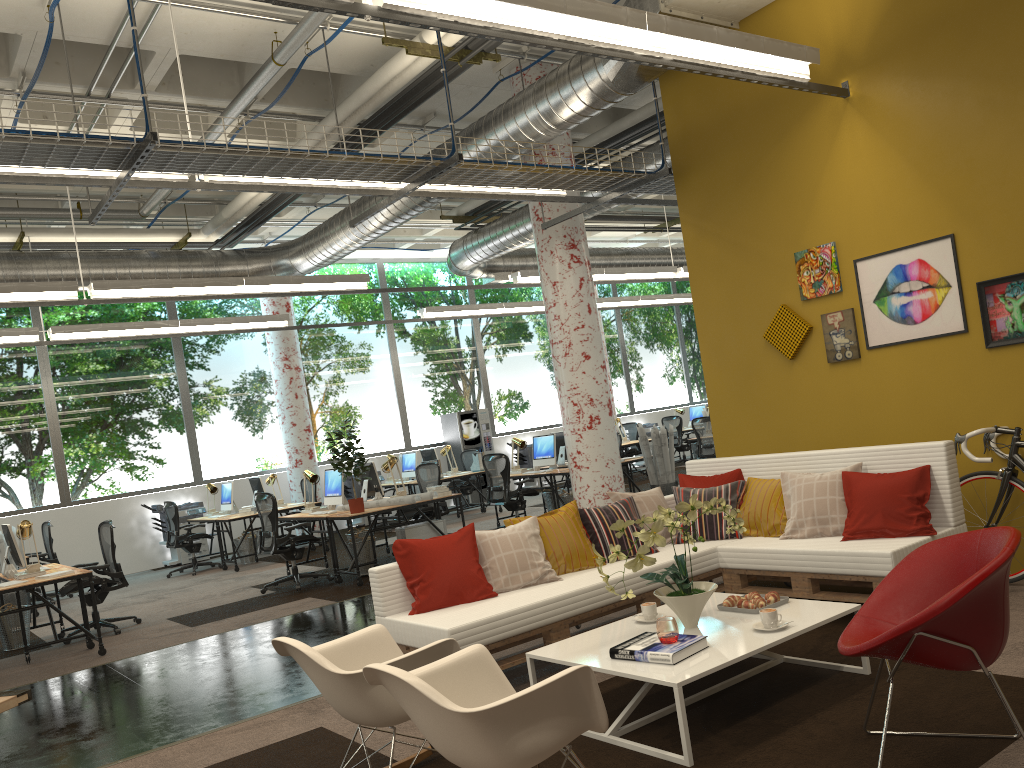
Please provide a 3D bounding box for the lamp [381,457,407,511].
[{"bbox_3d":[-1.338,1.143,10.175,0.208,0.611,0.529,-9,-1,-17],"label":"lamp"}]

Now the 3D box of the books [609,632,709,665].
[{"bbox_3d":[0.642,1.155,3.876,0.278,0.048,0.335,-6,-4,-45],"label":"books"}]

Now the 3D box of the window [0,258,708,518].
[{"bbox_3d":[-3.087,-0.458,16.506,26.104,3.764,0.050,-7,-1,-36],"label":"window"}]

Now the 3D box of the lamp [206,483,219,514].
[{"bbox_3d":[-4.584,1.819,13.590,0.218,0.611,0.529,-9,-1,-17],"label":"lamp"}]

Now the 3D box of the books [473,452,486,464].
[{"bbox_3d":[-0.534,1.295,14.766,0.068,0.310,0.234,-9,0,-36],"label":"books"}]

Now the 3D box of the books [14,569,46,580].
[{"bbox_3d":[-4.330,1.706,7.951,0.225,0.038,0.310,-7,-3,-36],"label":"books"}]

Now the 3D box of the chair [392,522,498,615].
[{"bbox_3d":[-0.400,1.073,5.122,0.533,0.444,0.302,-8,-1,-20],"label":"chair"}]

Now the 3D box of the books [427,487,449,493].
[{"bbox_3d":[-0.825,1.180,9.863,0.192,0.044,0.258,-8,-3,-19],"label":"books"}]

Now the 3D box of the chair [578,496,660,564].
[{"bbox_3d":[0.664,0.977,5.812,0.522,0.408,0.342,-8,-1,-20],"label":"chair"}]

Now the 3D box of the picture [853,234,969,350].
[{"bbox_3d":[2.638,-0.596,5.897,0.018,0.632,0.709,-9,-1,-36],"label":"picture"}]

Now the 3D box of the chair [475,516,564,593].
[{"bbox_3d":[-0.011,1.045,5.351,0.523,0.401,0.332,-8,-1,-17],"label":"chair"}]

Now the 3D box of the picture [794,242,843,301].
[{"bbox_3d":[2.213,-0.812,6.409,0.027,0.356,0.332,-9,-1,-36],"label":"picture"}]

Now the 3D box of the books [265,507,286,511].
[{"bbox_3d":[-3.410,1.793,12.719,0.244,0.019,0.204,-10,-3,31],"label":"books"}]

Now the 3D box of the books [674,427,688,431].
[{"bbox_3d":[3.724,1.002,19.670,0.225,0.038,0.310,-7,-3,-36],"label":"books"}]

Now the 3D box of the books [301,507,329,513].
[{"bbox_3d":[-2.339,1.494,10.513,0.225,0.038,0.310,-7,-3,-36],"label":"books"}]

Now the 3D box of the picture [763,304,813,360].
[{"bbox_3d":[2.073,-0.392,6.668,0.047,0.424,0.426,-9,-1,-36],"label":"picture"}]

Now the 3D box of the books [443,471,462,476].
[{"bbox_3d":[-1.033,1.525,15.099,0.225,0.038,0.310,-7,-3,-36],"label":"books"}]

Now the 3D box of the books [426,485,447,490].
[{"bbox_3d":[-0.843,1.151,9.855,0.152,0.030,0.186,-7,-3,-38],"label":"books"}]

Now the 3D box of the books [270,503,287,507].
[{"bbox_3d":[-3.525,1.823,13.256,0.225,0.038,0.310,-7,-3,-36],"label":"books"}]

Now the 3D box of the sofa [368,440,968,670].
[{"bbox_3d":[0.925,1.042,5.121,2.845,0.931,2.026,-7,-3,-36],"label":"sofa"}]

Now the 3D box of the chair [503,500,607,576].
[{"bbox_3d":[0.272,0.995,5.600,0.545,0.438,0.317,-8,-1,-24],"label":"chair"}]

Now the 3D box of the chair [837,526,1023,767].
[{"bbox_3d":[1.485,0.937,3.112,0.638,0.812,0.832,-9,-1,28],"label":"chair"}]

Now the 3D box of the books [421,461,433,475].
[{"bbox_3d":[-1.341,1.391,14.169,0.068,0.310,0.234,-9,0,-36],"label":"books"}]

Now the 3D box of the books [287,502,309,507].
[{"bbox_3d":[-3.110,1.752,12.888,0.201,0.024,0.234,-10,-3,27],"label":"books"}]

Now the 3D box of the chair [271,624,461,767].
[{"bbox_3d":[-0.519,1.299,3.549,0.791,0.754,0.617,-8,-1,-36],"label":"chair"}]

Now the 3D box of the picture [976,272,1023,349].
[{"bbox_3d":[3.089,-0.460,5.337,0.041,0.418,0.504,-9,-1,-36],"label":"picture"}]

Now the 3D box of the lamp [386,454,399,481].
[{"bbox_3d":[-2.088,1.519,15.434,0.208,0.611,0.529,-9,-1,-17],"label":"lamp"}]

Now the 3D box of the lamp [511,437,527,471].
[{"bbox_3d":[0.082,1.050,12.447,0.208,0.611,0.529,-9,-1,-17],"label":"lamp"}]

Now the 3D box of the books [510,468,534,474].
[{"bbox_3d":[0.124,1.225,12.415,0.225,0.038,0.310,-7,-3,-36],"label":"books"}]

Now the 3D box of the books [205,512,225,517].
[{"bbox_3d":[-4.537,1.993,13.560,0.225,0.038,0.310,-7,-3,-36],"label":"books"}]

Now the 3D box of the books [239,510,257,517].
[{"bbox_3d":[-3.706,1.809,12.430,0.200,0.050,0.272,-8,-3,-9],"label":"books"}]

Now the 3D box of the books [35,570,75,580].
[{"bbox_3d":[-3.915,1.634,7.582,0.201,0.024,0.234,-10,-3,27],"label":"books"}]

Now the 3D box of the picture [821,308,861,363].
[{"bbox_3d":[2.348,-0.343,6.329,0.027,0.356,0.253,-9,0,-36],"label":"picture"}]

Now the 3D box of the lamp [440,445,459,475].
[{"bbox_3d":[-1.041,1.342,15.066,0.218,0.611,0.529,-9,-1,-17],"label":"lamp"}]

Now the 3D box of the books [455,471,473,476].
[{"bbox_3d":[-0.794,1.474,14.601,0.201,0.024,0.234,-10,-3,27],"label":"books"}]

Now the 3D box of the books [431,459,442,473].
[{"bbox_3d":[-1.223,1.377,14.256,0.068,0.310,0.234,-9,0,-36],"label":"books"}]

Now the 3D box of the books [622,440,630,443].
[{"bbox_3d":[2.146,1.143,17.450,0.225,0.038,0.310,-7,-3,-36],"label":"books"}]

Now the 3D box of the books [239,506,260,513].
[{"bbox_3d":[-3.692,1.760,12.447,0.193,0.044,0.257,-9,-3,11],"label":"books"}]

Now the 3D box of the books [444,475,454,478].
[{"bbox_3d":[-1.094,1.515,14.432,0.244,0.019,0.204,-10,-3,31],"label":"books"}]

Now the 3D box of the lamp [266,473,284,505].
[{"bbox_3d":[-3.537,1.641,13.222,0.208,0.611,0.529,-9,-1,-17],"label":"lamp"}]

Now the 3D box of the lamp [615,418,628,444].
[{"bbox_3d":[2.138,0.960,17.417,0.218,0.611,0.529,-9,-1,-17],"label":"lamp"}]

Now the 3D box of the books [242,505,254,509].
[{"bbox_3d":[-3.712,1.731,12.446,0.152,0.030,0.185,-8,-3,-8],"label":"books"}]

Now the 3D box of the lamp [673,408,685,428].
[{"bbox_3d":[3.676,0.828,19.700,0.218,0.611,0.529,-9,-1,-17],"label":"lamp"}]

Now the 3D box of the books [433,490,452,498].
[{"bbox_3d":[-0.827,1.227,9.838,0.199,0.050,0.273,-7,-3,-39],"label":"books"}]

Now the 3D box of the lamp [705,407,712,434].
[{"bbox_3d":[3.308,0.658,14.713,0.218,0.611,0.529,-9,-1,-17],"label":"lamp"}]

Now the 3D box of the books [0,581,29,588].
[{"bbox_3d":[-4.215,1.675,7.413,0.244,0.019,0.204,-10,-3,31],"label":"books"}]

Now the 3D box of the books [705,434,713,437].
[{"bbox_3d":[3.356,0.832,14.683,0.225,0.038,0.310,-7,-3,-36],"label":"books"}]

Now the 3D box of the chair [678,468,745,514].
[{"bbox_3d":[1.431,0.838,6.293,0.536,0.437,0.286,-9,-1,26],"label":"chair"}]

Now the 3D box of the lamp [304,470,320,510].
[{"bbox_3d":[-2.386,1.320,10.543,0.218,0.611,0.529,-9,-1,-17],"label":"lamp"}]

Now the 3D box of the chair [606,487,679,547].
[{"bbox_3d":[0.948,0.917,6.111,0.543,0.438,0.336,-8,-1,-31],"label":"chair"}]

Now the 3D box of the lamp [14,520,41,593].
[{"bbox_3d":[-4.337,1.523,7.917,0.218,0.611,0.529,-9,-1,-17],"label":"lamp"}]

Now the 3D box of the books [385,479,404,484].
[{"bbox_3d":[-2.046,1.694,15.402,0.225,0.038,0.310,-7,-3,-36],"label":"books"}]

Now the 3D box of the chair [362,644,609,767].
[{"bbox_3d":[-0.055,1.198,2.907,0.791,0.754,0.617,-8,-1,-36],"label":"chair"}]

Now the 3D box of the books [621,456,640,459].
[{"bbox_3d":[1.587,0.984,11.797,0.243,0.019,0.205,-9,-3,1],"label":"books"}]
